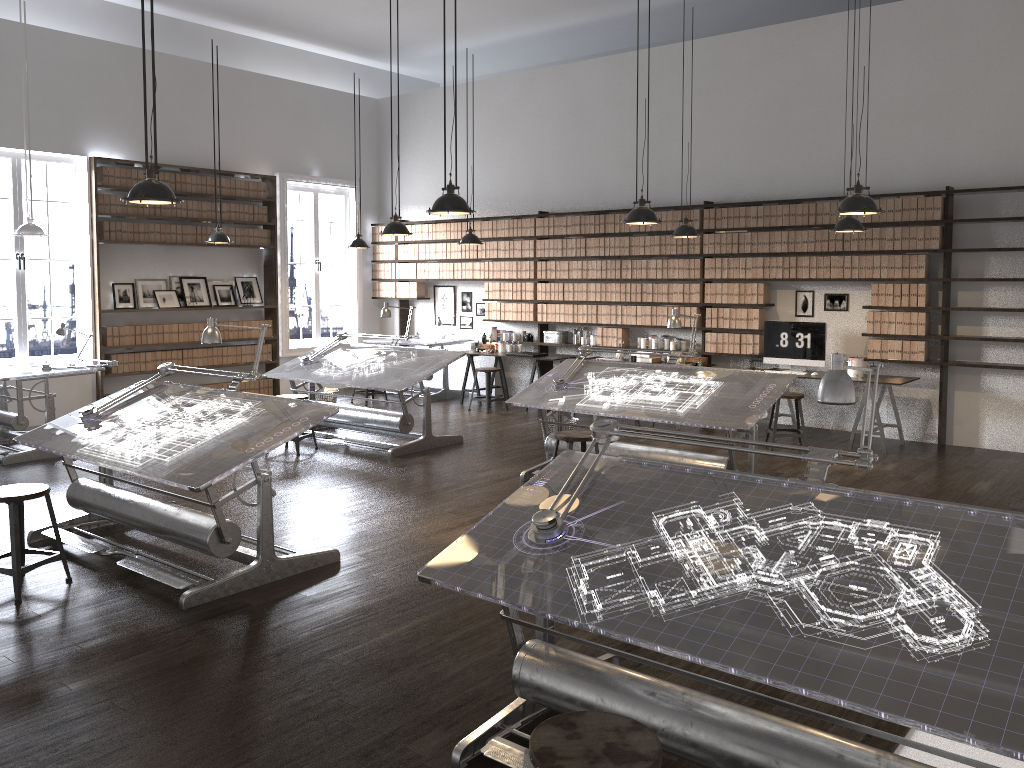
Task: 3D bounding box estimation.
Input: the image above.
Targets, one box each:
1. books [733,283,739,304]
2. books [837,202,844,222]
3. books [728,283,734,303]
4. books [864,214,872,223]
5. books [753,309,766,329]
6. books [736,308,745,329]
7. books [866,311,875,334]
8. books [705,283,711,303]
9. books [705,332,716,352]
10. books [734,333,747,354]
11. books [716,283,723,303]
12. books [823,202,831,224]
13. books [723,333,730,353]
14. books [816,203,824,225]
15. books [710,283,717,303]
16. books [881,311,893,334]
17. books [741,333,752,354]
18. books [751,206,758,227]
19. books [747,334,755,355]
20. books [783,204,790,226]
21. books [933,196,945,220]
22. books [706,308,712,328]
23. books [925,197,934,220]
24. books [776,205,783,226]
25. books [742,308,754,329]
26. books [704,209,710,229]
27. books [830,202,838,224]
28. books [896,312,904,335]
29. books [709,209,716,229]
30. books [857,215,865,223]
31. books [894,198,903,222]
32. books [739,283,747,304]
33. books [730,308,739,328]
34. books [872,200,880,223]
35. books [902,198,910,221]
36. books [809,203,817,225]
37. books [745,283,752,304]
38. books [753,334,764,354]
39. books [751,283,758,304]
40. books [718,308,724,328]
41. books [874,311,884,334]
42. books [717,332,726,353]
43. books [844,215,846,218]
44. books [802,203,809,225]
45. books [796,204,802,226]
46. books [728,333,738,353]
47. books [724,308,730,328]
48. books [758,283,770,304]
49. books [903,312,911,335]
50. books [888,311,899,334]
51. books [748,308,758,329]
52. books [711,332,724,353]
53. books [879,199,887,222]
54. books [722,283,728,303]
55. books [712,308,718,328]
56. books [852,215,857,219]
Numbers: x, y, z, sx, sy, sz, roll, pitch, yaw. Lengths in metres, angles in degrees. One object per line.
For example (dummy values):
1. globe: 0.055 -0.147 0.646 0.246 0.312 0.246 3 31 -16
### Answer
1. books: 2.496 -0.993 9.723 0.067 0.225 0.175 3 6 39
2. books: 3.361 -1.730 8.978 0.067 0.225 0.175 3 6 39
3. books: 2.447 -0.998 9.768 0.067 0.225 0.175 3 6 39
4. books: 3.568 -1.710 8.805 0.067 0.225 0.175 3 6 39
5. books: 2.680 -0.702 9.596 0.067 0.225 0.175 3 6 39
6. books: 2.529 -0.717 9.722 0.067 0.225 0.175 3 6 39
7. books: 3.602 -0.615 8.849 0.067 0.225 0.175 3 6 39
8. books: 2.235 -1.019 9.943 0.067 0.225 0.175 3 6 39
9. books: 2.247 -0.468 9.964 0.067 0.225 0.175 3 6 39
10. books: 2.515 -0.442 9.744 0.067 0.225 0.175 3 6 39
11. books: 2.340 -1.008 9.850 0.067 0.225 0.175 3 6 39
12. books: 3.248 -1.740 9.063 0.067 0.225 0.175 3 6 39
13. books: 2.409 -0.453 9.834 0.067 0.225 0.175 3 6 39
14. books: 3.196 -1.746 9.112 0.067 0.225 0.175 3 6 39
15. books: 2.288 -1.014 9.898 0.067 0.225 0.175 3 6 39
16. books: 3.714 -0.605 8.766 0.067 0.225 0.175 3 6 39
17. books: 2.577 -0.437 9.702 0.067 0.225 0.175 3 6 39
18. books: 2.646 -1.798 9.552 0.067 0.225 0.175 3 6 39
19. books: 2.629 -0.431 9.653 0.067 0.225 0.175 3 6 39
20. books: 2.920 -1.771 9.326 0.067 0.225 0.175 3 6 39
21. books: 4.060 -1.663 8.409 0.067 0.225 0.175 3 6 39
22. books: 2.248 -0.744 9.950 0.067 0.225 0.175 3 6 39
23. books: 4.008 -1.669 8.456 0.067 0.225 0.175 3 6 39
24. books: 2.865 -1.777 9.375 0.067 0.225 0.175 3 6 39
25. books: 2.577 -0.712 9.675 0.067 0.225 0.175 3 6 39
26. books: 2.214 -1.840 9.905 0.067 0.225 0.175 3 6 39
27. books: 3.306 -1.736 9.022 0.067 0.225 0.175 3 6 39
28. books: 3.820 -0.594 8.671 0.067 0.225 0.175 3 6 39
29. books: 2.268 -1.834 9.854 0.067 0.225 0.175 3 6 39
30. books: 3.513 -1.715 8.852 0.067 0.225 0.175 3 6 39
31. books: 3.786 -1.689 8.626 0.067 0.225 0.175 3 6 39
32. books: 2.552 -0.989 9.685 0.067 0.225 0.175 3 6 39
33. books: 2.473 -0.723 9.767 0.067 0.225 0.175 3 6 39
34. books: 3.625 -1.705 8.764 0.067 0.225 0.175 3 6 39
35. books: 3.842 -1.684 8.581 0.067 0.225 0.175 3 6 39
36. books: 3.134 -1.751 9.155 0.067 0.225 0.175 3 6 39
37. books: 2.608 -0.983 9.640 0.067 0.225 0.175 3 6 39
38. books: 2.687 -0.427 9.612 0.067 0.225 0.175 3 6 39
39. books: 2.660 -0.978 9.593 0.067 0.225 0.175 3 6 39
40. books: 2.363 -0.733 9.856 0.067 0.225 0.175 3 6 39
41. books: 3.659 -0.610 8.808 0.067 0.225 0.175 3 6 39
42. books: 2.357 -0.457 9.871 0.067 0.225 0.175 3 6 39
43. books: 3.410 -1.725 8.931 0.067 0.225 0.175 3 6 39
44. books: 3.080 -1.757 9.205 0.067 0.225 0.175 3 6 39
45. books: 3.028 -1.762 9.245 0.067 0.225 0.175 3 6 39
46. books: 2.461 -0.448 9.795 0.067 0.225 0.175 3 6 39
47. books: 2.416 -0.727 9.808 0.067 0.225 0.175 3 6 39
48. books: 2.718 -0.973 9.552 0.067 0.225 0.175 3 6 39
49. books: 3.872 -0.589 8.629 0.067 0.225 0.175 3 6 39
50. books: 3.766 -0.599 8.719 0.067 0.225 0.175 3 6 39
51. books: 2.632 -0.707 9.637 0.067 0.225 0.175 3 6 39
52. books: 2.301 -0.462 9.916 0.067 0.225 0.175 3 6 39
53. books: 3.680 -1.700 8.721 0.067 0.225 0.175 3 6 39
54. books: 2.397 -1.003 9.806 0.067 0.225 0.175 3 6 39
55. books: 2.302 -0.738 9.899 0.067 0.225 0.175 3 6 39
56. books: 3.465 -1.720 8.893 0.067 0.225 0.175 3 6 39
